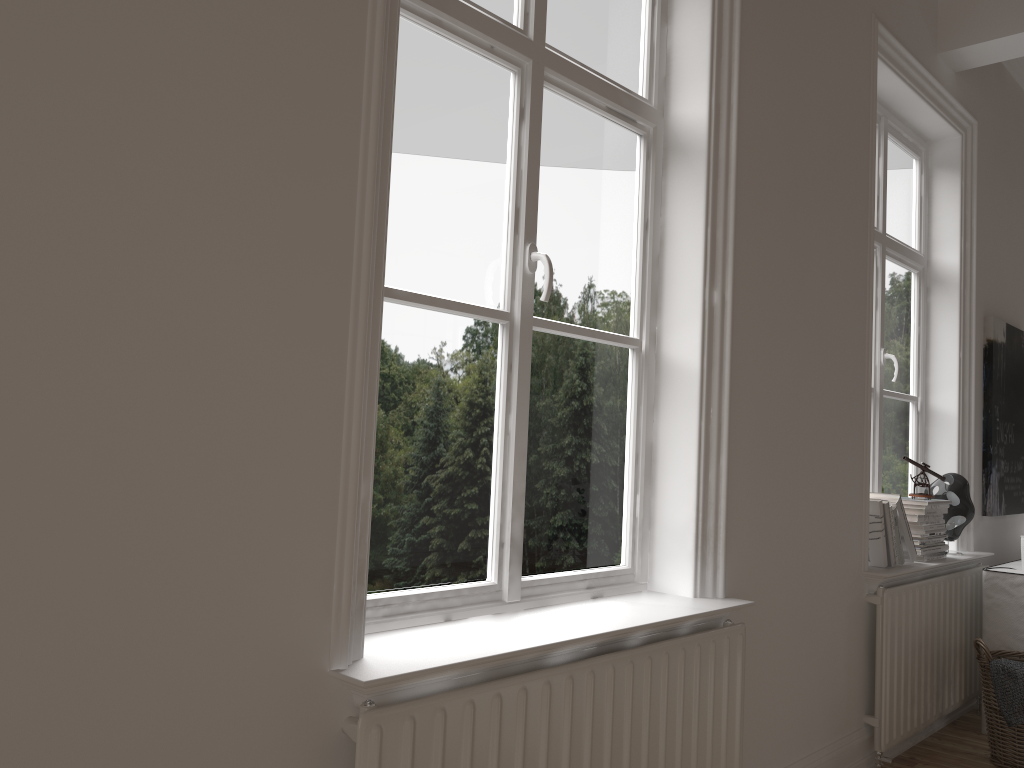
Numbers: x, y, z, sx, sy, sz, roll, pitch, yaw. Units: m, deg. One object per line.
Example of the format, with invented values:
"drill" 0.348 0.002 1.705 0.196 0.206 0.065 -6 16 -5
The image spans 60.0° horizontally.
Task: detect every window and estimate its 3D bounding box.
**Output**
"window" 1.521 -0.222 3.622 0.120 1.872 1.055 -1 -5 43
"window" 0.051 -0.400 2.037 0.120 1.872 1.055 -1 -5 43

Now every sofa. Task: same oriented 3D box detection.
"sofa" 2.813 1.050 3.908 0.866 0.776 1.960 -1 -5 43

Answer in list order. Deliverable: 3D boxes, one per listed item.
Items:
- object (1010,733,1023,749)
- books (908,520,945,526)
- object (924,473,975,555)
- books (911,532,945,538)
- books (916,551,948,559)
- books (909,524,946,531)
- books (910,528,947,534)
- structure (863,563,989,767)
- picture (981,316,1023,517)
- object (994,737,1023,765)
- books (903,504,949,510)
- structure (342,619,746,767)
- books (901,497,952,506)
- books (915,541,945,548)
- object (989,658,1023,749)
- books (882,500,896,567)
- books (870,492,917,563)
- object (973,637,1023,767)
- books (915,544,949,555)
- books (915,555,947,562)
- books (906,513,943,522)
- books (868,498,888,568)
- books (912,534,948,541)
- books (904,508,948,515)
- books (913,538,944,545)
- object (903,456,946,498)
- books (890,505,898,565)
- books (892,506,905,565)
"object" 1.855 1.133 3.052 0.290 0.356 0.349 4 -4 -18
"books" 1.585 0.546 3.539 0.182 0.016 0.288 -1 -5 43
"object" 1.837 0.544 3.743 0.171 0.340 0.177 3 -4 -11
"books" 1.589 0.589 3.519 0.159 0.012 0.285 -1 -5 43
"books" 1.592 0.667 3.507 0.159 0.012 0.285 -1 -5 43
"books" 1.601 0.563 3.535 0.167 0.017 0.263 -1 -5 43
"books" 1.602 0.577 3.524 0.161 0.012 0.254 -1 -5 43
"structure" 1.613 1.140 3.382 0.095 0.829 1.223 -1 -5 43
"picture" 2.391 0.172 4.278 0.041 0.908 0.680 -1 -5 43
"object" 1.834 1.235 3.091 0.280 0.186 0.291 1 -4 28
"books" 1.598 0.481 3.529 0.182 0.016 0.288 -1 -5 43
"structure" 0.141 0.962 1.795 0.095 0.829 1.223 -1 -5 43
"books" 1.602 0.465 3.518 0.182 0.016 0.288 -1 -5 43
"books" 1.597 0.631 3.528 0.161 0.013 0.254 -1 -5 43
"object" 1.800 1.112 3.035 0.303 0.332 0.367 0 -5 34
"books" 1.271 0.528 3.174 0.172 0.235 0.112 -1 -5 43
"books" 1.382 0.532 3.301 0.176 0.255 0.226 -1 -5 43
"object" 1.840 1.123 3.094 0.393 0.432 0.393 5 -4 -25
"books" 1.588 0.648 3.517 0.176 0.025 0.331 -1 -5 43
"books" 1.599 0.681 3.520 0.161 0.012 0.254 -1 -5 43
"books" 1.571 0.522 3.523 0.180 0.028 0.296 -1 -5 43
"books" 1.234 0.522 3.149 0.172 0.239 0.093 -1 -5 43
"books" 1.609 0.602 3.528 0.161 0.013 0.256 -1 -5 43
"books" 1.598 0.500 3.529 0.174 0.021 0.273 -1 -5 43
"books" 1.575 0.616 3.526 0.182 0.016 0.288 -1 -5 43
"object" 1.644 0.370 3.540 0.177 0.161 0.092 2 -4 11
"books" 1.308 0.541 3.222 0.161 0.218 0.101 -1 -5 43
"books" 1.338 0.548 3.247 0.161 0.213 0.118 -1 -5 43
